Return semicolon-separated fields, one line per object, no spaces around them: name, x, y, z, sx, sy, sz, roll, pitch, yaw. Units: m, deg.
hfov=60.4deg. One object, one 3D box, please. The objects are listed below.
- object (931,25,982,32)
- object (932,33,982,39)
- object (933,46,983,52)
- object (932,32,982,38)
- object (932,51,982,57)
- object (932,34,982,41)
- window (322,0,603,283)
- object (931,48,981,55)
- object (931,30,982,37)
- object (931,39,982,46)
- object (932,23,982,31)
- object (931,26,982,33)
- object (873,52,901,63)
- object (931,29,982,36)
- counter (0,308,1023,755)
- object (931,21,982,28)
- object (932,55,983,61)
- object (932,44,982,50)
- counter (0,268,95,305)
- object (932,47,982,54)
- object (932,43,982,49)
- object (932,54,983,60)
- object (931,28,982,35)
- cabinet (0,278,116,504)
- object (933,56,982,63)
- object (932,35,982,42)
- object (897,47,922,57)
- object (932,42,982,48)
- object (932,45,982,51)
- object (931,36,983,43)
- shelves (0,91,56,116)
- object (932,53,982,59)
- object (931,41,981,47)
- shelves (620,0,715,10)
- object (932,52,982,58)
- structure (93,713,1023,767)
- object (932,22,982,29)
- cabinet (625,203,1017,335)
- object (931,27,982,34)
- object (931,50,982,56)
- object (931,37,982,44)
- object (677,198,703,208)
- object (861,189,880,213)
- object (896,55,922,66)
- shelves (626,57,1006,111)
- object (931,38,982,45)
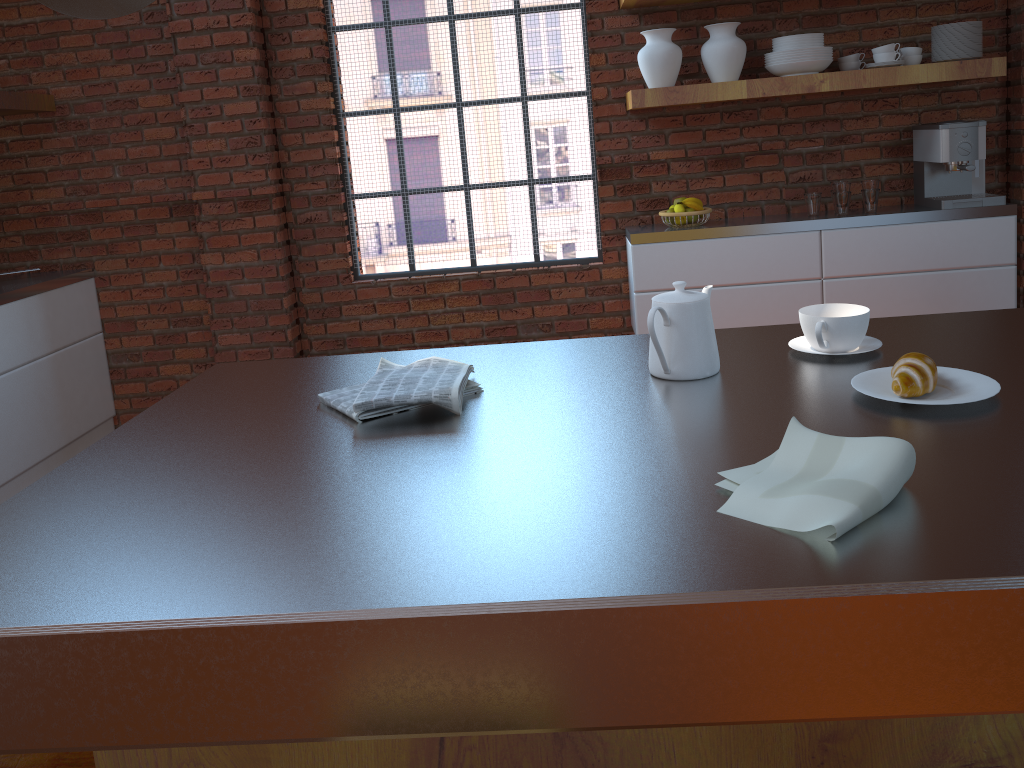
object;1.890;-1.506;3.742;0.194;0.013;0.199;1;16;20
object;1.893;-1.475;3.747;0.194;0.013;0.199;1;16;20
object;1.898;-1.422;3.755;0.194;0.013;0.199;1;16;20
object;1.893;-1.479;3.746;0.194;0.013;0.199;1;16;20
object;1.899;-1.403;3.758;0.194;0.013;0.199;1;16;20
object;1.894;-1.470;3.748;0.194;0.013;0.199;1;16;20
window;3.199;-1.984;6.235;17.439;9.731;3.700;-6;10;-6
object;1.899;-1.412;3.757;0.194;0.013;0.199;1;16;20
object;1.892;-1.484;3.746;0.194;0.013;0.199;1;16;20
object;1.895;-1.449;3.751;0.194;0.013;0.199;1;16;20
object;1.890;-1.511;3.741;0.194;0.013;0.199;1;16;20
object;1.891;-1.502;3.743;0.194;0.013;0.199;1;16;20
object;1.585;-1.381;3.739;0.092;0.046;0.101;-5;14;-1
object;1.892;-1.489;3.745;0.194;0.013;0.199;1;16;20
counter;0.904;0.060;1.238;3.139;0.127;1.050;-4;15;4
object;1.889;-1.520;3.740;0.194;0.013;0.199;1;16;20
object;1.901;-1.386;3.761;0.194;0.013;0.199;1;16;20
object;1.897;-1.431;3.754;0.194;0.013;0.199;1;16;20
counter;-2.472;-0.250;3.384;0.713;0.043;2.034;-4;15;4
object;1.898;-1.417;3.756;0.194;0.013;0.199;1;16;20
object;1.897;-1.435;3.753;0.194;0.013;0.199;1;16;20
object;1.901;-1.390;3.760;0.194;0.013;0.199;1;16;20
object;1.891;-1.493;3.744;0.194;0.013;0.199;1;16;20
cabinet;-2.437;0.167;3.448;0.711;0.800;2.034;-4;15;4
object;1.901;-1.381;3.761;0.194;0.013;0.199;1;16;20
object;1.894;-1.466;3.748;0.194;0.013;0.199;1;16;20
object;1.730;-1.433;3.827;0.100;0.057;0.094;2;15;27
object;1.896;-1.439;3.752;0.194;0.013;0.199;1;16;20
object;1.897;-1.426;3.755;0.194;0.013;0.199;1;16;20
object;1.894;-1.461;3.749;0.194;0.013;0.199;1;16;20
shelves;-2.571;-1.048;3.259;0.654;0.075;2.028;-4;15;4
object;1.900;-1.395;3.759;0.194;0.013;0.199;1;16;20
object;1.896;-1.444;3.752;0.194;0.013;0.199;1;16;20
shelves;1.242;-1.742;3.772;1.534;0.075;0.346;-4;15;4
object;1.900;-1.399;3.759;0.194;0.013;0.199;1;16;20
structure;0.942;0.498;1.315;3.116;0.751;1.049;-4;13;4
object;1.890;-1.515;3.741;0.194;0.013;0.199;1;16;20
cabinet;1.349;-0.520;3.960;1.620;0.466;0.345;-4;11;4
object;1.891;-1.498;3.744;0.194;0.013;0.199;1;16;20
object;1.899;-1.408;3.757;0.194;0.013;0.199;1;16;20
object;1.895;-1.457;3.750;0.194;0.013;0.199;1;16;20
object;0.809;-0.791;3.914;0.066;0.083;0.187;5;17;41
object;1.567;-0.799;3.843;0.078;0.102;0.079;-2;12;16
object;1.730;-1.401;3.826;0.099;0.046;0.094;6;18;38
shelves;1.280;-1.304;3.840;1.534;0.075;0.346;-4;15;4
object;1.895;-1.452;3.750;0.194;0.013;0.199;1;16;20
